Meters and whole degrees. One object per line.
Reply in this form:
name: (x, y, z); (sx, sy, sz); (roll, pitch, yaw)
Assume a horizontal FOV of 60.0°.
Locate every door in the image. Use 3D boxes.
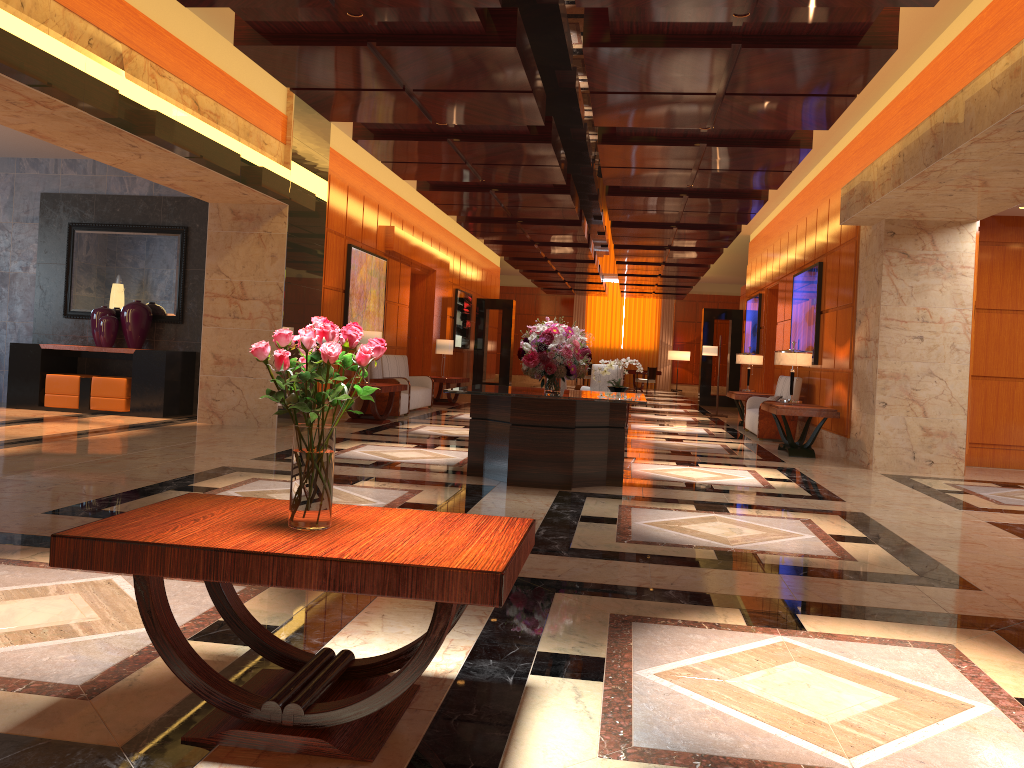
door: (5.141, -0.569, 16.990); (0.340, 2.652, 1.537); (3, 0, 8)
door: (-2.130, -0.981, 17.951); (0.340, 2.652, 1.499); (3, 0, 8)

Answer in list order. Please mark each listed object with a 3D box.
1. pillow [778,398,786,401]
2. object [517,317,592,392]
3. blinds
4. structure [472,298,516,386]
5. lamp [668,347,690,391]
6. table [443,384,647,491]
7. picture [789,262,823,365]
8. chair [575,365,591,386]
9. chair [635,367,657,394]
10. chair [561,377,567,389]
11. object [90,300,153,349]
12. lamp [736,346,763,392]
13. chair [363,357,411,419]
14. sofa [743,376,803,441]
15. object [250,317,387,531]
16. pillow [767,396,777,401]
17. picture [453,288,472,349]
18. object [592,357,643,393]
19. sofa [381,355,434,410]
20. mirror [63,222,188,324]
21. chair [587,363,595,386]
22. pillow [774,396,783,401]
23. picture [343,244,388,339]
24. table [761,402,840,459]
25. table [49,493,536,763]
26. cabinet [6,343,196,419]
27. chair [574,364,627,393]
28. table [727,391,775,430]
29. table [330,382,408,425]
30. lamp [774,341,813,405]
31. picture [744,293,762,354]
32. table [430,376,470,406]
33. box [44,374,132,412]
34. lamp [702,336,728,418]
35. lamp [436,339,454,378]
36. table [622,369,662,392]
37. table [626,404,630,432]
pillow: (3.939, 0.324, 13.088); (0.202, 0.230, 0.273); (3, 1, 10)
object: (0.371, -0.262, 7.721); (0.650, 0.658, 0.680); (3, 1, -1)
blinds: (4.265, -1.905, 34.332); (3.854, 4.065, 0.149); (3, 0, 8)
structure: (-0.483, -1.007, 23.634); (0.986, 2.498, 0.500); (3, 0, 8)
lamp: (6.273, -0.559, 33.407); (0.810, 1.661, 0.811); (3, 0, -42)
table: (0.333, 0.441, 7.698); (1.600, 0.745, 1.600); (3, 2, 8)
picture: (4.444, -1.021, 13.461); (0.056, 1.452, 1.996); (3, 1, 8)
chair: (2.435, -0.258, 29.877); (0.584, 0.894, 0.577); (3, 0, -44)
chair: (4.417, -0.124, 28.946); (0.584, 0.894, 0.577); (3, 0, -39)
chair: (0.796, 0.211, 11.912); (0.628, 0.961, 0.738); (3, 0, -13)
object: (-5.327, -0.817, 11.976); (0.862, 0.652, 0.520); (3, 1, 7)
lamp: (4.091, -0.260, 15.299); (0.458, 0.794, 0.459); (3, 0, -31)
chair: (-1.927, 0.013, 13.595); (0.629, 0.961, 0.738); (3, 0, 7)
sofa: (3.960, 0.335, 13.516); (0.613, 0.932, 1.799); (3, 1, 8)
object: (-0.552, 0.106, 2.507); (0.351, 0.596, 0.326); (3, 0, 28)
pillow: (4.063, 0.296, 13.961); (0.195, 0.227, 0.344); (3, 1, 13)
picture: (-1.244, -1.617, 22.465); (0.056, 1.452, 1.996); (3, 1, 8)
object: (1.601, -0.111, 13.430); (0.788, 0.617, 0.418); (3, 0, -15)
sofa: (-1.825, -0.023, 15.212); (0.613, 0.932, 1.799); (3, 1, 8)
mirror: (-5.349, -1.535, 12.232); (1.767, 1.339, 0.029); (3, 0, 8)
chair: (2.914, -0.272, 31.041); (0.577, 0.894, 0.584); (3, 0, 36)
pillow: (4.033, 0.300, 13.527); (0.160, 0.253, 0.358); (3, 1, 4)
picture: (-2.341, -1.402, 14.278); (0.056, 1.452, 1.996); (3, 1, 8)
table: (3.552, 0.570, 11.033); (0.726, 0.606, 1.270); (3, 1, 8)
table: (-0.563, 0.671, 2.531); (1.168, 0.534, 0.725); (3, 1, 8)
cabinet: (-5.472, -0.059, 11.859); (2.191, 0.868, 0.784); (3, 1, 8)
chair: (1.487, 0.150, 14.828); (0.738, 0.961, 0.628); (3, 0, 27)
table: (4.113, 0.460, 15.218); (0.726, 0.606, 1.270); (3, 1, 8)
table: (-1.994, 0.268, 12.405); (0.725, 0.534, 1.167); (3, 2, 11)
lamp: (3.538, -0.144, 11.181); (0.459, 0.810, 0.458); (3, 0, 17)
picture: (5.223, -1.173, 19.269); (0.056, 1.452, 1.996); (3, 1, 8)
table: (-1.329, 0.138, 17.371); (0.725, 0.534, 1.167); (3, 2, 11)
box: (-5.500, 0.107, 11.714); (1.132, 0.427, 0.489); (3, 1, 8)
lamp: (4.123, -0.161, 18.035); (0.526, 1.661, 0.360); (3, 0, -2)
lamp: (2.118, -0.137, 11.938); (0.335, 0.734, 13.014); (3, 2, -33)
table: (3.929, -0.117, 29.841); (2.105, 0.741, 0.784); (2, 1, -21)
table: (1.500, 0.445, 13.316); (0.722, 0.496, 1.560); (3, 2, 11)
